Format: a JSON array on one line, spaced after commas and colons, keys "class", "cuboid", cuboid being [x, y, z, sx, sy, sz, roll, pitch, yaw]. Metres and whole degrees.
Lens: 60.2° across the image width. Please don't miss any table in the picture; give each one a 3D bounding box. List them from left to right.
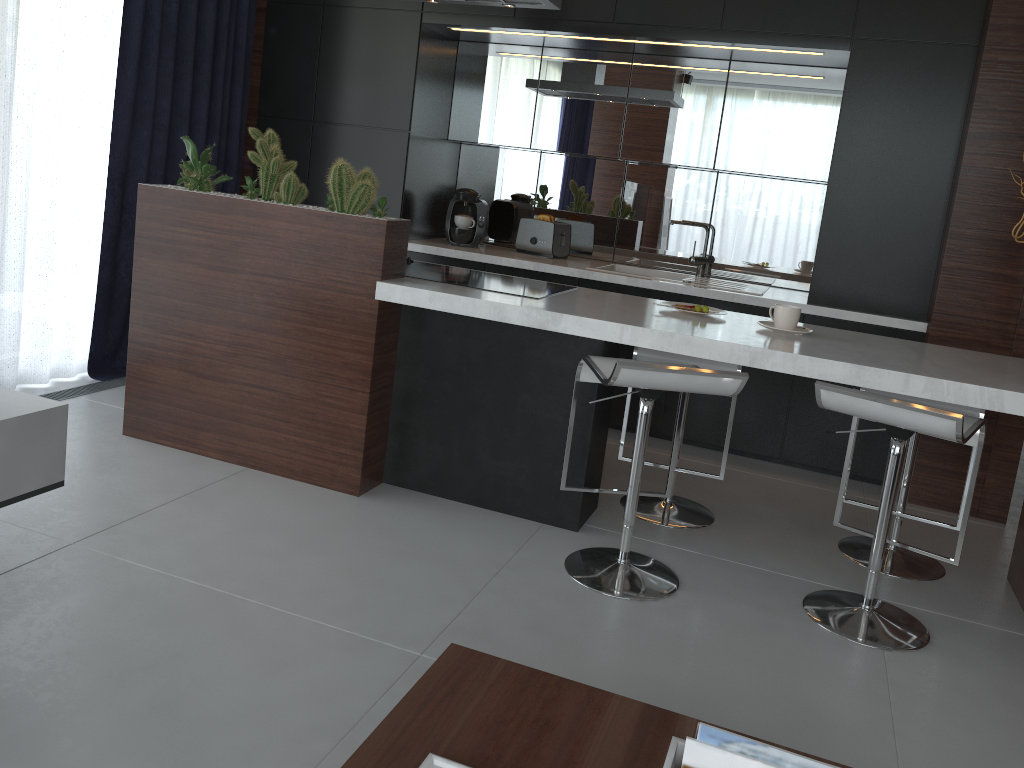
[{"class": "table", "cuboid": [0.116, 0.756, 1.060, 0.809, 0.347, 0.809, 11, 13, 18]}]

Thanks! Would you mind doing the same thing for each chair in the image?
[{"class": "chair", "cuboid": [0.374, 0.242, 2.633, 0.395, 0.699, 0.471, 6, 10, -9]}, {"class": "chair", "cuboid": [0.644, 0.108, 3.289, 0.397, 0.730, 0.469, 9, 10, 14]}, {"class": "chair", "cuboid": [1.056, 0.350, 2.535, 0.400, 0.699, 0.465, 14, 12, 35]}, {"class": "chair", "cuboid": [1.402, 0.250, 3.083, 0.399, 0.730, 0.467, 11, 10, 24]}]

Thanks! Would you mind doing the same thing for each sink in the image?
[{"class": "sink", "cuboid": [0.850, -0.568, 4.454, 0.857, 0.486, 0.508, 11, 11, 18]}]

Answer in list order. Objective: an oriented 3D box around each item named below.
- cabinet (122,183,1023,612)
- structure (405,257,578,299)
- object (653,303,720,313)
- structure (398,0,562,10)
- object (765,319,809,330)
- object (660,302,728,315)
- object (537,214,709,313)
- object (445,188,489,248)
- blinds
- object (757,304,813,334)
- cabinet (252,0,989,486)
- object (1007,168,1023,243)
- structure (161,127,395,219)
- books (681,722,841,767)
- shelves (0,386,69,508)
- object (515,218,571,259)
[{"class": "cabinet", "cuboid": [0.319, -0.792, 3.027, 3.350, 2.518, 0.793, 11, 9, 19]}, {"class": "structure", "cuboid": [-0.184, -0.395, 3.344, 0.767, 0.056, 0.510, 11, 14, 18]}, {"class": "object", "cuboid": [0.611, -0.268, 3.106, 0.248, 0.008, 0.027, 4, 13, -12]}, {"class": "structure", "cuboid": [-0.332, -1.842, 3.251, 1.049, 0.750, 0.450, 11, 10, 18]}, {"class": "object", "cuboid": [0.931, -0.199, 2.999, 0.036, 0.012, 0.168, -5, 18, -44]}, {"class": "object", "cuboid": [0.645, -0.262, 3.144, 0.238, 0.019, 0.242, 5, 13, -9]}, {"class": "object", "cuboid": [0.421, -0.577, 3.919, 0.140, 0.218, 1.911, 4, 13, -16]}, {"class": "object", "cuboid": [-0.239, -0.903, 4.787, 0.215, 0.308, 0.273, 8, 10, 3]}, {"class": "blinds", "cuboid": [0.621, -0.378, 0.922, 7.177, 2.735, 5.854, 12, 13, 22]}, {"class": "object", "cuboid": [0.913, -0.217, 2.940, 0.182, 0.085, 0.185, 6, 12, -5]}, {"class": "cabinet", "cuboid": [0.332, -1.152, 4.581, 3.495, 2.520, 0.711, 11, 9, 19]}, {"class": "object", "cuboid": [1.471, -0.341, 2.351, 0.198, 0.725, 0.393, 7, 9, 0]}, {"class": "structure", "cuboid": [-0.854, -0.772, 3.151, 1.006, 0.282, 0.224, 12, 11, 21]}, {"class": "books", "cuboid": [0.273, -0.173, 4.776, 0.405, 0.367, 8.369, 7, 13, -3]}, {"class": "shelves", "cuboid": [-1.871, 0.412, 1.143, 0.877, 0.492, 2.375, 11, 13, 18]}, {"class": "object", "cuboid": [0.167, -0.784, 4.743, 0.263, 0.192, 0.177, 16, 14, 38]}]
